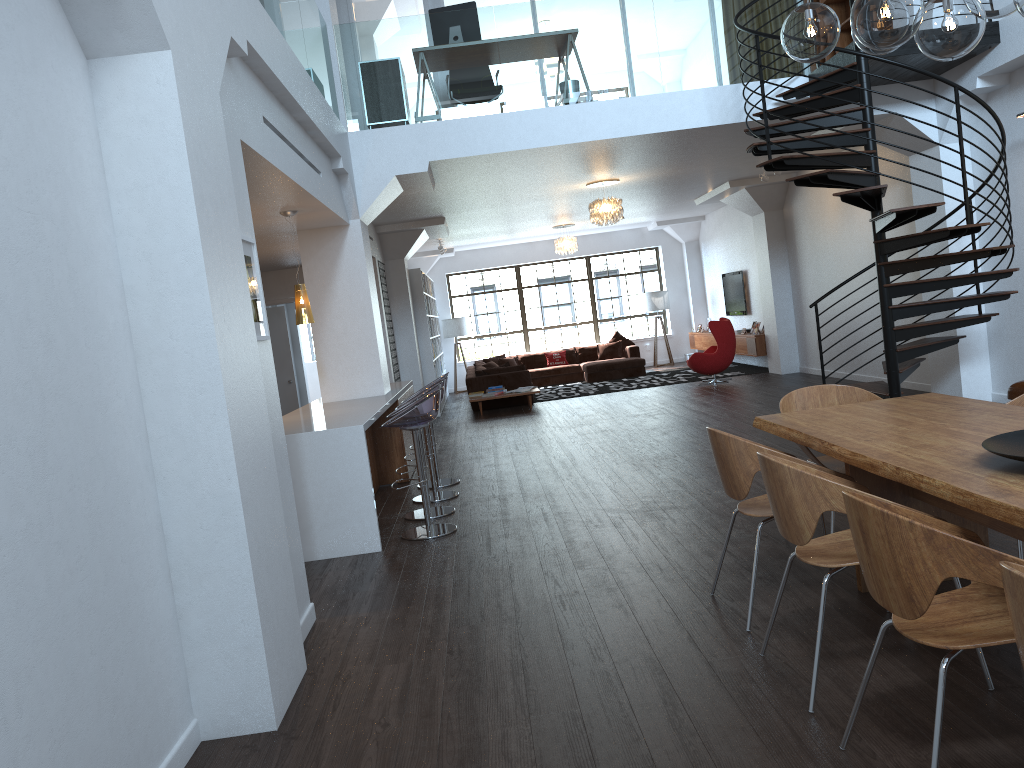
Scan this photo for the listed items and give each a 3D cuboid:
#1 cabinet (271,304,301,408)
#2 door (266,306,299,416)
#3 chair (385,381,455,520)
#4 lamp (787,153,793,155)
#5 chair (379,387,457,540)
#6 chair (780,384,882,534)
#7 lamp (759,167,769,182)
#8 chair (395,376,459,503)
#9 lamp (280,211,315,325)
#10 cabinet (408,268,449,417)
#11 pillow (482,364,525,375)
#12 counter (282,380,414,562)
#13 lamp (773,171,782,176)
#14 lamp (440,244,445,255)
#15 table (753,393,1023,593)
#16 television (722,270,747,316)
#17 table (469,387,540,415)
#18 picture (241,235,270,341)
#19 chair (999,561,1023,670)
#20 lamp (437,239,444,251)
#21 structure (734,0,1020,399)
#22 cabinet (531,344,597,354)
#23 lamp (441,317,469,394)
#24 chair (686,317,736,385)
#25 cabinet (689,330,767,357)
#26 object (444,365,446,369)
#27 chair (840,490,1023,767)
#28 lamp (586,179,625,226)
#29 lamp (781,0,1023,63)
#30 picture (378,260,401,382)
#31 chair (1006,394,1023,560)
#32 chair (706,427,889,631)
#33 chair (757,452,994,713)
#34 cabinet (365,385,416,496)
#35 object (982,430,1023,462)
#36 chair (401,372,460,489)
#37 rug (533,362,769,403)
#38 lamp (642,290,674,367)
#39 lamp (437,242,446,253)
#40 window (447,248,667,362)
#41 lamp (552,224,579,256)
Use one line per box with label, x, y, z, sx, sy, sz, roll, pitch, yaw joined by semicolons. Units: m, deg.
cabinet;-3.940;-0.570;13.728;0.527;2.991;2.630;-8;4;-2
door;-3.629;-0.092;13.120;0.826;2.032;0.174;-8;4;-2
chair;-0.707;0.512;6.881;0.481;1.014;0.530;-8;4;-4
lamp;3.425;-2.740;10.874;0.120;0.211;0.111;-10;5;-28
chair;-0.654;0.552;6.252;0.481;1.014;0.530;-7;4;0
chair;1.784;0.438;4.735;0.629;0.833;0.618;-8;4;-7
lamp;3.384;-2.811;11.895;0.111;0.211;0.120;-5;5;32
chair;-0.717;0.466;7.517;0.481;1.014;0.530;-8;4;-4
lamp;-0.982;-1.563;8.159;0.149;1.807;2.842;-4;5;37
cabinet;-1.634;-0.792;16.531;0.461;2.414;4.500;-8;4;-2
pillow;-0.117;-0.122;14.776;0.750;0.364;0.289;-8;4;-3
counter;-0.496;0.587;6.584;3.039;0.860;8.182;-10;5;-31
lamp;3.404;-2.776;11.391;0.120;0.211;0.111;-11;6;-42
lamp;-1.329;-2.567;16.931;0.120;0.211;0.111;-10;5;-28
table;1.870;0.612;2.818;1.012;0.750;3.803;-8;4;-2
television;4.167;-1.689;16.643;0.013;0.816;1.324;-8;4;-2
table;-0.112;0.279;14.016;1.100;0.271;0.853;-8;4;-2
picture;-1.246;-0.452;4.189;0.018;0.500;0.500;-8;4;-2
chair;1.294;0.732;1.662;0.618;0.833;0.629;-8;4;-2
lamp;-1.288;-2.496;15.909;0.111;0.211;0.120;-5;5;32
structure;3.045;-1.711;7.463;1.998;4.352;1.998;-11;6;-41
cabinet;1.201;-0.450;19.074;1.520;0.625;0.350;-8;4;-2
lamp;-1.126;-0.614;18.901;0.545;1.579;0.545;-8;4;-13
chair;3.169;-0.530;14.101;0.801;1.006;0.798;-6;5;23
cabinet;4.122;-0.803;16.767;0.459;0.350;4.501;-8;4;-2
object;-1.561;-0.319;18.591;0.331;0.088;0.410;-8;4;-2
chair;1.262;0.679;2.427;0.618;0.833;0.629;-8;4;-2
lamp;1.197;-2.312;11.379;0.441;0.539;0.442;-4;6;40
lamp;1.482;-2.228;2.924;0.849;2.140;1.787;-8;4;-3
picture;-1.746;-0.598;12.984;0.021;2.380;0.800;-8;4;-2
chair;2.390;0.412;3.998;0.617;0.830;0.629;-8;4;-2
chair;1.217;0.570;3.967;0.618;0.833;0.629;-8;4;-4
chair;1.231;0.627;3.189;0.618;0.833;0.629;-8;4;-2
cabinet;-1.466;0.618;8.176;0.898;0.796;4.493;-8;4;-2
object;1.816;0.208;2.793;0.592;0.066;0.592;-12;6;-44
chair;-0.742;0.422;8.145;0.481;1.014;0.530;-7;4;0
rug;2.301;-0.062;16.125;4.200;0.007;3.100;-8;4;0
lamp;3.151;-1.179;18.933;0.545;1.579;0.545;-7;4;9
lamp;-1.309;-2.531;16.414;0.120;0.211;0.111;-11;6;-42
window;1.012;-1.736;19.523;4.648;1.905;0.114;-8;4;-2
lamp;0.990;-2.661;16.424;0.441;0.539;0.442;-4;6;40
